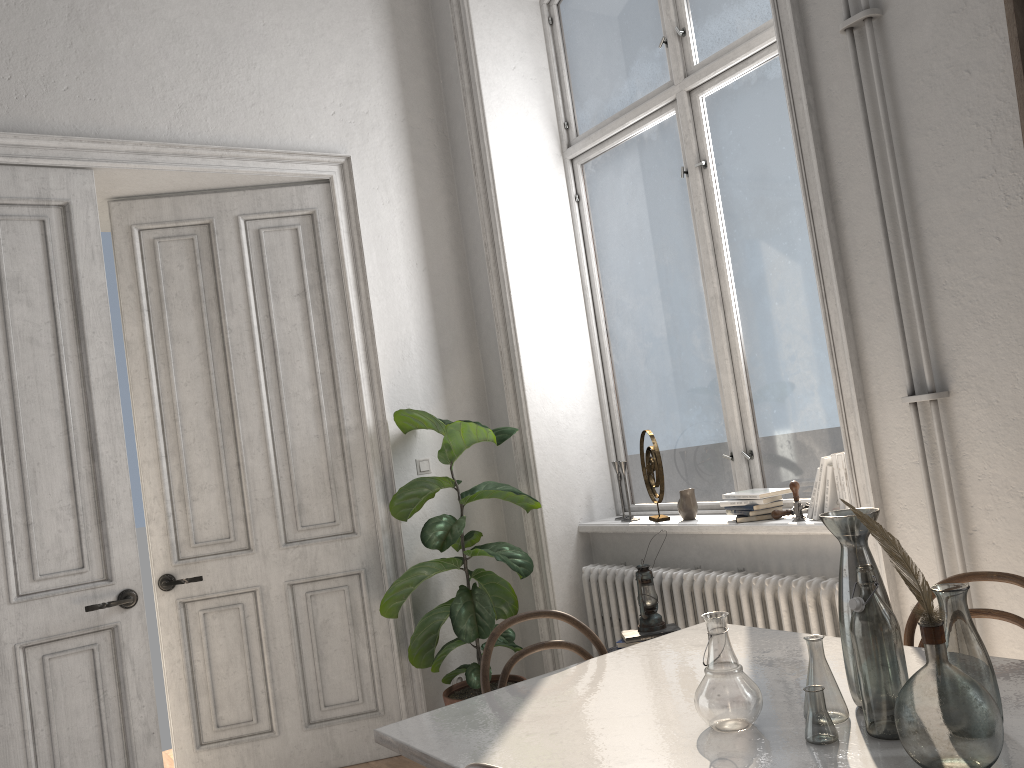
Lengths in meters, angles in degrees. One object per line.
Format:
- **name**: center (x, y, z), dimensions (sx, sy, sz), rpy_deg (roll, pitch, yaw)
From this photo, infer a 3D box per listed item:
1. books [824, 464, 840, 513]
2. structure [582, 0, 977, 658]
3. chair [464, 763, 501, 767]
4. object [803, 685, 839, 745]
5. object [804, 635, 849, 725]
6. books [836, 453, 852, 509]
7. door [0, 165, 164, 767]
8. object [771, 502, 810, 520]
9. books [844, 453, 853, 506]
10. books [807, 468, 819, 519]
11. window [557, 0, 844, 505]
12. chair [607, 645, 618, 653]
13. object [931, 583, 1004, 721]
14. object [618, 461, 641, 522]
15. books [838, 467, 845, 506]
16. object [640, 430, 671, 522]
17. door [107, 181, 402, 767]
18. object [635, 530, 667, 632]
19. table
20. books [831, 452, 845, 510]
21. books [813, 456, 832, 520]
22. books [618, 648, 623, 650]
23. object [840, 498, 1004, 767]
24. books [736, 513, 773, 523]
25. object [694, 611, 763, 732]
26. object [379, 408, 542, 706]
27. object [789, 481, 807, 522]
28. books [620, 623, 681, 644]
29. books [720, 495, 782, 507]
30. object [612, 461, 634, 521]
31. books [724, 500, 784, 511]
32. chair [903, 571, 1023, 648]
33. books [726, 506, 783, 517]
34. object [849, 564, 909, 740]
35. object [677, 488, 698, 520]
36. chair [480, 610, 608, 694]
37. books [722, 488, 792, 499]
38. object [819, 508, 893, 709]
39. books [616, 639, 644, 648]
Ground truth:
- **books**: center (1.237, 0.399, 3.346), dimensions (0.155, 0.203, 0.072), rpy_deg (-6, -4, -34)
- **structure**: center (1.517, -0.918, 2.278), dimensions (0.340, 4.471, 5.186), rpy_deg (-6, -4, -34)
- **chair**: center (0.245, 1.009, 1.463), dimensions (0.549, 0.920, 0.438), rpy_deg (-5, -4, -38)
- **object**: center (0.558, 0.602, 1.617), dimensions (0.058, 0.094, 0.058), rpy_deg (-8, -3, -5)
- **object**: center (0.599, 0.571, 1.722), dimensions (0.083, 0.158, 0.084), rpy_deg (-6, -4, -38)
- **books**: center (1.277, 0.368, 3.262), dimensions (0.175, 0.243, 0.024), rpy_deg (-6, -4, -34)
- **door**: center (-2.069, 0.515, 3.452), dimensions (1.096, 2.813, 0.216), rpy_deg (-6, -4, -32)
- **object**: center (1.110, 0.509, 3.534), dimensions (0.153, 0.048, 0.088), rpy_deg (-9, -4, 6)
- **books**: center (1.297, 0.364, 3.249), dimensions (0.174, 0.243, 0.019), rpy_deg (-6, -4, -34)
- **books**: center (1.205, 0.411, 3.401), dimensions (0.155, 0.194, 0.105), rpy_deg (-6, -4, -35)
- **window**: center (0.863, -0.885, 3.999), dimensions (0.013, 2.841, 1.624), rpy_deg (-6, -4, -34)
- **chair**: center (0.541, 1.299, 3.448), dimensions (0.364, 0.522, 0.360), rpy_deg (-10, -4, 30)
- **object**: center (0.790, 0.483, 1.555), dimensions (0.098, 0.255, 0.100), rpy_deg (-10, -4, 33)
- **object**: center (0.556, 0.520, 4.300), dimensions (0.095, 0.288, 0.095), rpy_deg (-8, -3, -11)
- **books**: center (1.277, 0.388, 3.285), dimensions (0.155, 0.205, 0.020), rpy_deg (-6, -4, -34)
- **object**: center (0.666, 0.425, 4.157), dimensions (0.087, 0.425, 0.348), rpy_deg (-8, -4, -1)
- **door**: center (-1.196, 0.442, 4.233), dimensions (1.096, 2.813, 0.216), rpy_deg (-8, -3, -9)
- **object**: center (0.543, 0.768, 3.481), dimensions (0.163, 0.383, 0.154), rpy_deg (-10, -4, 30)
- **table**: center (0.782, 1.000, 1.439), dimensions (1.100, 0.779, 2.202), rpy_deg (-6, -4, -34)
- **books**: center (1.277, 0.372, 3.319), dimensions (0.175, 0.243, 0.024), rpy_deg (-6, -4, -34)
- **books**: center (1.220, 0.386, 3.367), dimensions (0.174, 0.235, 0.100), rpy_deg (-6, -4, -34)
- **books**: center (0.538, 1.023, 3.469), dimensions (0.246, 0.034, 0.194), rpy_deg (-9, -4, 7)
- **object**: center (0.674, 0.394, 1.424), dimensions (0.157, 0.446, 0.157), rpy_deg (-7, -4, -16)
- **books**: center (1.009, 0.547, 3.690), dimensions (0.147, 0.023, 0.221), rpy_deg (-9, -4, 15)
- **object**: center (0.420, 0.568, 1.760), dimensions (0.132, 0.219, 0.132), rpy_deg (-5, -5, -44)
- **object**: center (0.961, 0.464, 1.860), dimensions (0.791, 1.841, 5.832), rpy_deg (-6, -4, -29)
- **object**: center (1.103, 0.451, 3.435), dimensions (0.048, 0.153, 0.088), rpy_deg (-10, -4, 26)
- **books**: center (0.542, 0.973, 3.462), dimensions (0.221, 0.027, 0.147), rpy_deg (-8, -4, -1)
- **books**: center (0.991, 0.483, 3.676), dimensions (0.155, 0.020, 0.205), rpy_deg (-5, -5, -44)
- **object**: center (0.540, 0.530, 4.429), dimensions (0.095, 0.288, 0.095), rpy_deg (-8, -3, -2)
- **books**: center (1.003, 0.503, 3.683), dimensions (0.147, 0.023, 0.221), rpy_deg (-7, -4, -18)
- **chair**: center (1.027, 0.931, 1.977), dimensions (0.549, 0.920, 0.438), rpy_deg (-6, -4, -36)
- **books**: center (1.006, 0.525, 3.685), dimensions (0.155, 0.022, 0.205), rpy_deg (-7, -4, -14)
- **object**: center (0.665, 0.481, 1.611), dimensions (0.086, 0.301, 0.086), rpy_deg (-11, -5, 42)
- **object**: center (0.787, 0.539, 3.987), dimensions (0.100, 0.142, 0.102), rpy_deg (-10, -4, 31)
- **chair**: center (0.225, 1.064, 2.241), dimensions (0.437, 0.920, 0.549), rpy_deg (-7, -4, -25)
- **books**: center (1.015, 0.454, 3.673), dimensions (0.174, 0.019, 0.244), rpy_deg (-7, -4, -24)
- **object**: center (0.699, 0.445, 1.757), dimensions (0.116, 0.382, 0.116), rpy_deg (-7, -4, -22)
- **books**: center (0.544, 0.995, 3.462), dimensions (0.232, 0.029, 0.162), rpy_deg (-10, -4, 27)
